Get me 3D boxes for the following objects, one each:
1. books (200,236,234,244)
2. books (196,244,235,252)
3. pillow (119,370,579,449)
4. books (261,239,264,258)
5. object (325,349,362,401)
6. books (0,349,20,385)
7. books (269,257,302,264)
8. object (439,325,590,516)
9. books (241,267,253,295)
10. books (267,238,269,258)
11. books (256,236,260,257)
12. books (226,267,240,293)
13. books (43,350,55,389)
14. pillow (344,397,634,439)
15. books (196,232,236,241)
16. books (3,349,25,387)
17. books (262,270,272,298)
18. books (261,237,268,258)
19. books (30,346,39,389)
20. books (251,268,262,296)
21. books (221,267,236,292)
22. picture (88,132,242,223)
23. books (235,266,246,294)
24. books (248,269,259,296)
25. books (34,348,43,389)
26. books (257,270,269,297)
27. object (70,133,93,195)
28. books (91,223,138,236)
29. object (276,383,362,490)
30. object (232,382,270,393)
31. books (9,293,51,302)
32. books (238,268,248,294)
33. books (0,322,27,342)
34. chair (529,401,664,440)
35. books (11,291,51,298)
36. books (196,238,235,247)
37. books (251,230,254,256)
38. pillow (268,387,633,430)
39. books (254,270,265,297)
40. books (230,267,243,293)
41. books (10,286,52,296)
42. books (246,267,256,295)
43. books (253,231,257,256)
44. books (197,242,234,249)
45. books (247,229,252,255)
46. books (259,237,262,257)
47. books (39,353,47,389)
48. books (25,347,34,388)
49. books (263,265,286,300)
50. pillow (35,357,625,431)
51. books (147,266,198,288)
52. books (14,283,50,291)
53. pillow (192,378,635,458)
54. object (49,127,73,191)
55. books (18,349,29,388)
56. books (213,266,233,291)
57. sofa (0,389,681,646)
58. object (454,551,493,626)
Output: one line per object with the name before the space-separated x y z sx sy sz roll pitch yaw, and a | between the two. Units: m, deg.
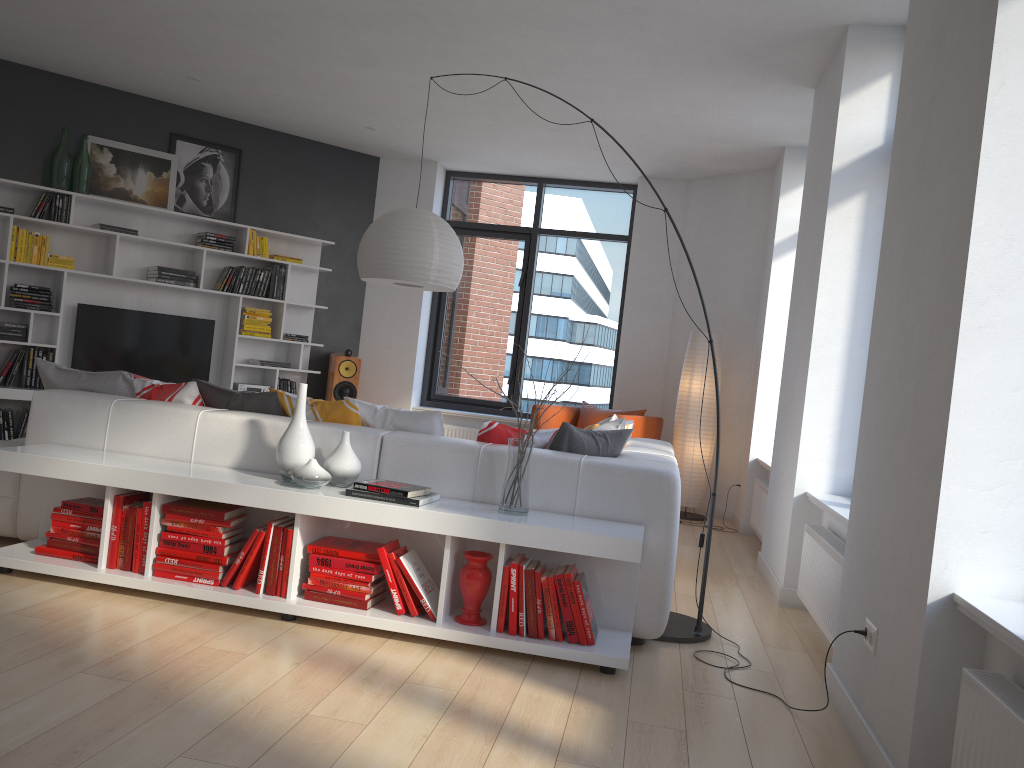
books | -2.567 -1.250 7.709 0.246 0.026 0.180 6 1 -33
books | -2.582 -1.172 7.710 0.284 0.030 0.214 6 1 -32
pillow | -0.829 0.283 4.188 2.250 0.449 0.575 7 1 7
books | -2.228 -1.199 7.868 0.046 0.161 0.108 6 1 -37
object | -1.638 0.207 8.423 0.290 1.088 0.434 6 1 -21
books | -3.920 -0.130 6.868 0.142 0.284 0.232 6 1 -36
books | -2.060 -1.116 8.063 0.257 0.028 0.194 6 1 -31
object | 0.061 0.129 3.346 0.607 0.744 0.406 6 1 -41
books | -2.377 -0.908 7.861 0.084 0.249 0.191 6 1 -36
books | -2.202 -1.209 7.914 0.044 0.184 0.142 6 1 -35
books | -2.269 -1.213 7.860 0.054 0.180 0.132 6 1 -36
books | -2.470 -0.909 7.780 0.081 0.233 0.169 6 1 -37
books | -3.682 -0.111 7.024 0.051 0.297 0.230 6 1 -36
pillow | 0.015 0.341 4.853 0.580 0.456 2.156 7 1 35
books | -2.573 -1.278 7.716 0.266 0.030 0.209 6 1 -42
books | -3.868 -0.127 6.884 0.100 0.289 0.210 6 1 -37
books | -2.233 -0.898 7.962 0.066 0.260 0.197 6 1 -36
books | -2.216 -1.210 7.893 0.064 0.184 0.141 6 1 -35
books | -3.767 -0.134 6.968 0.026 0.326 0.237 6 1 -36
books | -2.313 -0.903 7.906 0.075 0.254 0.192 6 1 -37
books | -2.503 -0.912 7.773 0.096 0.234 0.187 6 1 -35
picture | -2.955 -1.800 7.548 1.279 0.707 0.076 6 1 -36
books | -2.430 -0.916 7.825 0.075 0.254 0.192 6 1 -37
books | -2.317 -0.896 7.871 0.069 0.242 0.172 6 1 -35
books | -3.743 -0.126 6.985 0.034 0.315 0.239 6 1 -36
books | -2.260 -0.896 7.942 0.084 0.249 0.191 6 1 -36
object | -3.434 -1.752 7.087 0.157 0.507 0.157 6 1 -22
books | -3.241 -1.250 7.229 0.310 0.047 0.250 6 1 -40
object | -0.786 0.205 3.566 0.316 0.398 0.319 7 1 33
object | -2.359 0.088 7.951 0.285 0.174 0.270 6 1 -36
books | -3.753 -0.673 6.914 0.284 0.030 0.214 6 1 -27
books | -2.405 -0.906 7.836 0.068 0.243 0.179 6 1 -37
books | -3.949 -0.413 6.830 0.343 0.137 0.277 6 1 -36
chair | 0.722 0.596 7.633 0.896 0.858 0.843 7 1 42
books | -3.753 -0.698 6.916 0.264 0.020 0.189 6 1 -32
books | -2.589 -1.224 7.729 0.284 0.030 0.214 6 1 -32
books | -2.324 -1.242 7.835 0.041 0.224 0.163 6 1 -37
pillow | -0.222 0.335 4.638 2.095 0.440 0.630 6 1 -34
books | -2.285 -0.895 7.910 0.071 0.243 0.179 6 1 -37
books | -2.434 -0.908 7.790 0.069 0.242 0.172 6 1 -35
books | -3.758 -0.725 6.935 0.284 0.030 0.214 6 1 -27
books | -2.350 -0.910 7.881 0.066 0.260 0.197 6 1 -36
books | -2.304 -1.240 7.860 0.054 0.224 0.164 6 1 -36
books | -2.583 -1.198 7.712 0.264 0.020 0.189 6 1 -37
books | -2.331 -1.245 7.807 0.041 0.229 0.161 6 1 -37
books | -2.249 -1.211 7.866 0.044 0.178 0.128 6 1 -36
books | -3.714 -0.103 6.999 0.028 0.272 0.200 6 1 -36
books | -3.792 -0.131 6.946 0.034 0.314 0.237 6 1 -36
books | -2.167 -0.917 8.041 0.128 0.321 0.259 6 1 -36
pillow | -0.866 0.244 4.531 2.953 0.453 0.647 6 1 -3
books | -2.886 -0.906 7.537 0.343 0.137 0.277 6 1 -41
books | -3.738 -0.750 6.913 0.246 0.026 0.180 6 1 -28
pillow | -0.504 0.294 4.142 2.120 0.436 0.608 7 1 5
object | -3.527 -1.761 6.950 0.157 0.507 0.157 6 1 -22
books | -3.815 -0.125 6.923 0.028 0.301 0.213 6 1 -36
books | -2.527 -0.916 7.750 0.104 0.234 0.182 6 1 -36
sofa | -0.811 0.520 5.014 3.424 0.732 2.614 7 1 9
object | -0.143 0.773 3.367 0.125 0.258 0.125 6 1 -13
